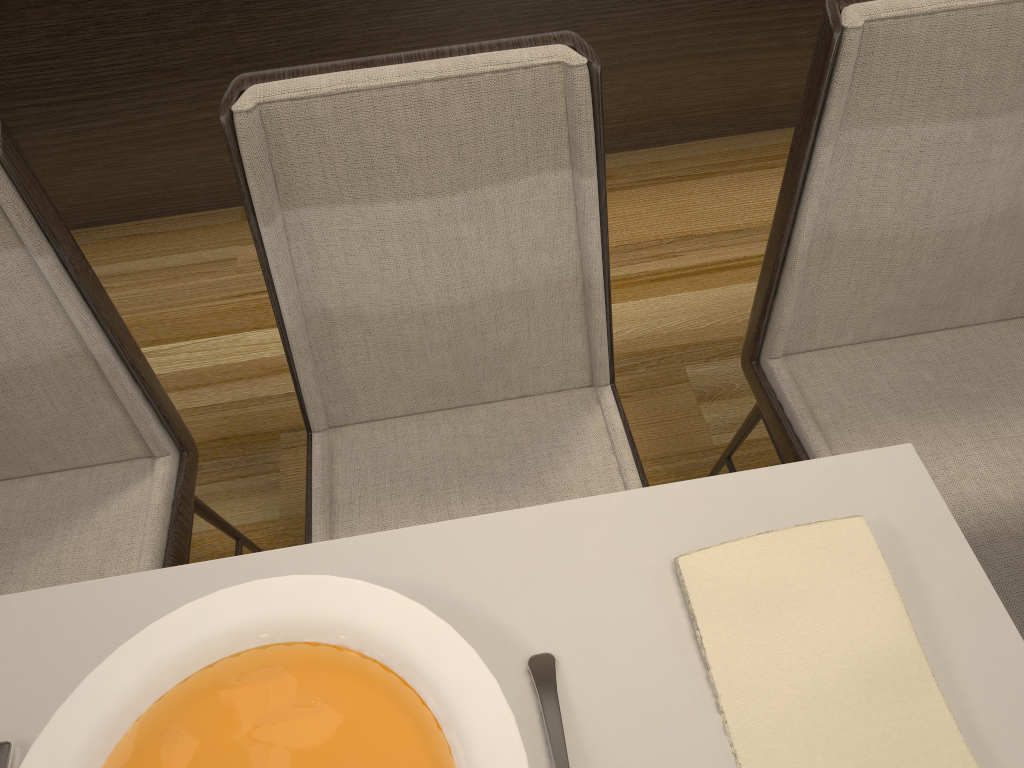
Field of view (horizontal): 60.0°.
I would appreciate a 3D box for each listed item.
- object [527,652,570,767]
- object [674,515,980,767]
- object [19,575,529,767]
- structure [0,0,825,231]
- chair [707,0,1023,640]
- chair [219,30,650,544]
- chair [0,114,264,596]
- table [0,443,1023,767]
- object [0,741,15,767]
[{"bbox_3d":[0.036,0.249,0.542,0.038,0.015,0.185,-8,49,-2],"label":"object"},{"bbox_3d":[0.209,0.218,0.555,0.143,0.032,0.278,-9,49,-3],"label":"object"},{"bbox_3d":[-0.147,0.269,0.528,0.323,0.035,0.327,-23,52,-15],"label":"object"},{"bbox_3d":[0.951,-1.943,2.708,10.750,0.981,2.420,-9,49,-4],"label":"structure"},{"bbox_3d":[0.550,0.072,1.065,0.412,0.887,0.577,-9,50,-3],"label":"chair"},{"bbox_3d":[-0.036,0.165,1.027,0.412,0.887,0.577,-9,50,-3],"label":"chair"},{"bbox_3d":[-0.589,0.253,0.991,0.412,0.887,0.577,-9,50,-3],"label":"chair"},{"bbox_3d":[-0.085,0.721,0.646,1.011,0.745,0.955,-9,49,-4],"label":"table"},{"bbox_3d":[-0.320,0.306,0.521,0.017,0.010,0.189,-9,49,-3],"label":"object"}]
